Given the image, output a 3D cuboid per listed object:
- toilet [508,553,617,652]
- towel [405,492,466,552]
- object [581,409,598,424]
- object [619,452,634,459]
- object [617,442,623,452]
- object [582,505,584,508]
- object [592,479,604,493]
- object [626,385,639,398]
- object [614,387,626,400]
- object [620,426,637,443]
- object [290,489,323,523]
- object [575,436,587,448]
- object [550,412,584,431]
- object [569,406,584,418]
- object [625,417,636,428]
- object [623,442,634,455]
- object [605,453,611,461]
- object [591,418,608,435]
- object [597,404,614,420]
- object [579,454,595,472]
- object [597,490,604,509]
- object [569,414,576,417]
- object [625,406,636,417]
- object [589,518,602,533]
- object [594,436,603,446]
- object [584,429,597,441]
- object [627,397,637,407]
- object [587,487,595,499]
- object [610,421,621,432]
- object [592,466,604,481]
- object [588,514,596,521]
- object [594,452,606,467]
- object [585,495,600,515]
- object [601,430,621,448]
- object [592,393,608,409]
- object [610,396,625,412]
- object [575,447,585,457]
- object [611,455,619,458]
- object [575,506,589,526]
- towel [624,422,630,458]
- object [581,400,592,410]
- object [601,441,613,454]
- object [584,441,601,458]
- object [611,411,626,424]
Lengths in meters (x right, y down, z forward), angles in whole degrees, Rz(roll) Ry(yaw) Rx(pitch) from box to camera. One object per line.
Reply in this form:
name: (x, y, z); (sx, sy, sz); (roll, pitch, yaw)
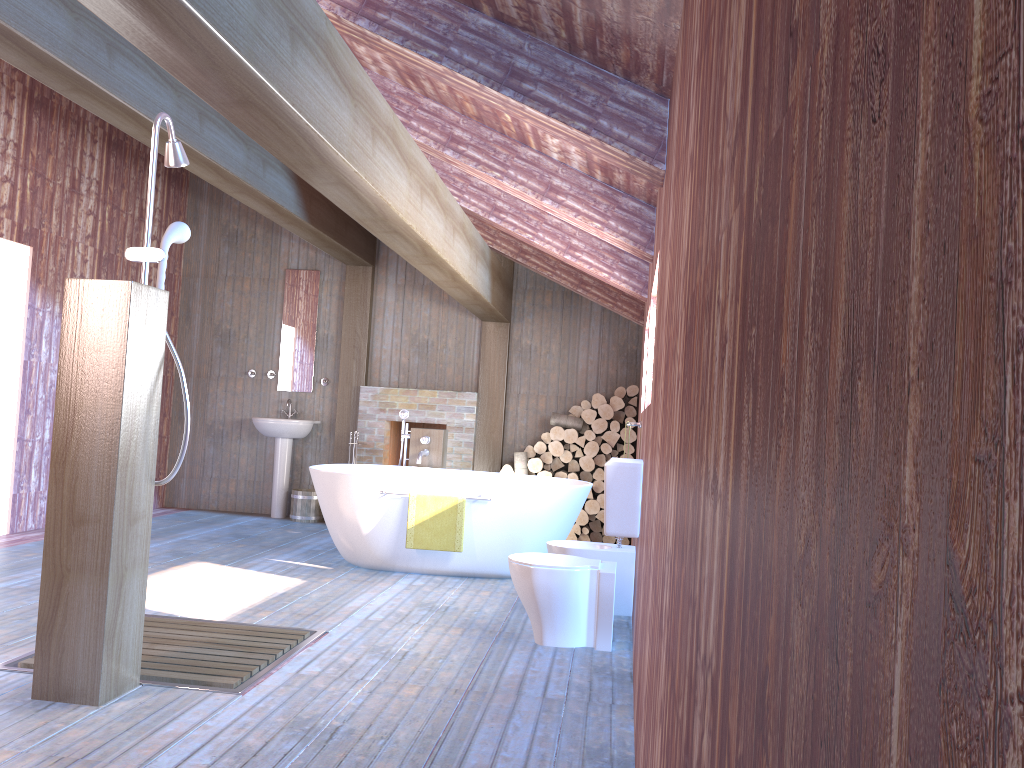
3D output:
toilet: (0.235, 1.068, 4.376); (0.534, 0.400, 0.375); (3, -2, 8)
towel: (-0.489, 0.889, 5.703); (0.370, 0.361, 0.032); (3, -2, 3)
object: (0.710, 0.294, 8.093); (0.139, 0.148, 0.458); (3, -2, 7)
object: (1.035, 0.744, 8.026); (0.137, 0.256, 0.439); (3, -2, 7)
object: (0.998, 0.577, 8.074); (0.088, 0.092, 0.280); (3, -2, 8)
object: (0.605, 1.057, 8.070); (0.139, 0.148, 0.458); (3, -2, 7)
object: (0.782, 0.916, 8.008); (0.116, 0.117, 0.289); (3, -2, 5)
object: (1.096, 0.072, 8.078); (0.112, 0.113, 0.271); (3, -2, 7)
object: (0.988, 0.090, 8.088); (0.104, 0.121, 0.270); (3, -2, 8)
object: (1.053, 0.459, 8.031); (0.147, 0.152, 0.439); (3, -2, 7)
object: (-1.930, 1.145, 8.354); (0.309, 0.290, 0.308); (3, -2, 17)
object: (0.624, 0.527, 8.071); (0.109, 0.124, 0.424); (3, -2, 6)
object: (0.496, 0.340, 7.995); (0.302, 0.157, 0.121); (3, -2, 8)
object: (0.603, 0.264, 8.186); (0.140, 0.121, 0.319); (3, -2, 8)
object: (1.073, 0.347, 8.031); (0.102, 0.109, 0.438); (3, -2, 7)
object: (1.055, 0.578, 8.022); (0.102, 0.109, 0.438); (3, -2, 7)
object: (0.867, 0.660, 8.027); (0.065, 0.069, 0.177); (3, -2, 6)
object: (0.800, 0.388, 8.061); (0.143, 0.151, 0.440); (3, -2, 7)
object: (0.848, 0.255, 8.062); (0.141, 0.143, 0.437); (3, -2, 5)
object: (0.681, 0.713, 8.059); (0.141, 0.143, 0.437); (3, -2, 5)
object: (0.841, 1.037, 8.032); (0.138, 0.147, 0.440); (3, -2, 7)
object: (0.545, 0.346, 8.188); (0.113, 0.130, 0.291); (3, -2, 8)
object: (1.080, 0.253, 8.071); (0.107, 0.115, 0.269); (3, -2, 8)
object: (0.767, 1.274, 8.123); (0.125, 0.132, 0.320); (3, -2, 6)
object: (0.786, 0.512, 8.034); (0.095, 0.090, 0.278); (3, -2, 8)
object: (0.716, 0.461, 8.063); (0.102, 0.109, 0.438); (3, -2, 7)
object: (1.096, 0.158, 8.089); (0.081, 0.100, 0.281); (3, -2, 7)
object: (0.691, 0.968, 8.044); (0.115, 0.112, 0.423); (3, -2, 7)
object: (0.939, 0.383, 8.043); (0.089, 0.106, 0.437); (3, -2, 8)
object: (0.787, 0.809, 8.017); (0.114, 0.113, 0.301); (3, -2, 5)
object: (0.724, 1.194, 8.018); (0.071, 0.074, 0.190); (3, -2, 7)
object: (0.796, 0.682, 8.033); (0.111, 0.118, 0.302); (3, -2, 6)
object: (0.737, 1.091, 8.042); (0.135, 0.145, 0.439); (3, -2, 7)
object: (0.903, 0.499, 8.072); (0.172, 0.151, 0.482); (3, -2, 8)
object: (0.804, 0.161, 8.089); (0.135, 0.139, 0.456); (3, -2, 8)
object: (0.962, 0.185, 8.072); (0.133, 0.142, 0.456); (3, -2, 8)
object: (0.624, 0.618, 8.074); (0.085, 0.096, 0.280); (3, -2, 8)
object: (0.923, 0.691, 8.032); (0.115, 0.112, 0.423); (3, -2, 7)
object: (0.625, 1.186, 8.043); (0.141, 0.143, 0.437); (3, -2, 5)
towel: (0.736, 0.424, 5.701); (0.032, 0.361, 0.370); (3, -2, 7)
object: (0.680, 0.193, 8.073); (0.094, 0.097, 0.227); (3, -2, 8)
object: (0.860, 0.577, 8.043); (0.102, 0.109, 0.438); (3, -2, 7)
object: (0.731, 0.591, 8.059); (0.136, 0.157, 0.439); (3, -2, 8)
object: (0.978, 0.306, 8.146); (0.132, 0.119, 0.319); (3, -2, 8)
